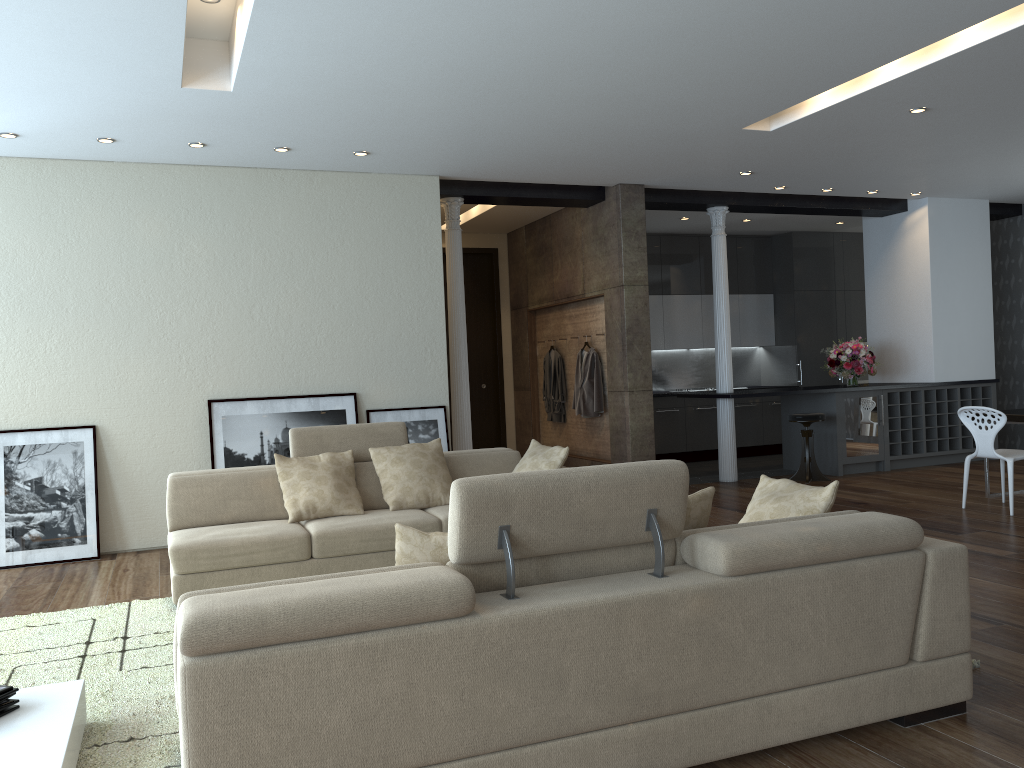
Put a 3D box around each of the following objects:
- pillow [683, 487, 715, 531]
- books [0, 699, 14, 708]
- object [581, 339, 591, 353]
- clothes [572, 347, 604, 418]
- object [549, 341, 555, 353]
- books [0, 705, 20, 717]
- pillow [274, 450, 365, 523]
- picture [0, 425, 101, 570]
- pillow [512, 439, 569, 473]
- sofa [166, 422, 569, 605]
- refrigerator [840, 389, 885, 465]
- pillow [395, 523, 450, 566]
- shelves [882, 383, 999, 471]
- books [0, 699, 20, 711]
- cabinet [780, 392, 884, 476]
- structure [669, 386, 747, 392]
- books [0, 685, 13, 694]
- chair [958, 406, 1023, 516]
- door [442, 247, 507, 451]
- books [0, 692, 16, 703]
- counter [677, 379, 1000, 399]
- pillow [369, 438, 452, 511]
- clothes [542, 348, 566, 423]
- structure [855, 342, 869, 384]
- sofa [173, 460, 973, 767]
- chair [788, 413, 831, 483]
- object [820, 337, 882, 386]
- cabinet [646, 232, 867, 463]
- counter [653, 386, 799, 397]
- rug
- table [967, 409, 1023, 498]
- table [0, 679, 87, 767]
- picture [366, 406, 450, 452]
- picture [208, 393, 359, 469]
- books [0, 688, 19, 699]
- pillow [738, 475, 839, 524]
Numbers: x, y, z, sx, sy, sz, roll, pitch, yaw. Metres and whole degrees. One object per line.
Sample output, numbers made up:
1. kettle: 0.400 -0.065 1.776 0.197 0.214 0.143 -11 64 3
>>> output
1. pillow: 0.446 0.588 3.140 0.534 0.439 0.301 -3 1 -18
2. books: -1.832 1.071 2.884 0.220 0.010 0.300 -2 1 28
3. object: 0.782 -0.400 9.292 0.010 0.219 0.430 -3 1 -22
4. clothes: 0.781 -0.012 9.301 0.173 0.735 0.700 -3 1 -23
5. object: 0.460 -0.397 10.135 0.010 0.219 0.430 -3 1 -22
6. books: -1.806 1.099 2.879 0.220 0.010 0.300 -2 1 13
7. pillow: -1.226 0.639 5.663 0.519 0.416 0.368 -3 1 -26
8. picture: -3.431 0.821 6.524 0.700 0.988 0.195 -3 1 -22
9. pillow: 0.144 0.588 5.964 0.395 0.393 0.518 -3 1 -25
10. sofa: -0.876 0.742 5.800 2.581 0.950 1.021 -3 1 -22
11. refrigerator: 3.765 0.458 9.555 0.578 0.774 0.075 -3 1 -18
12. pillow: -0.138 0.626 2.922 0.519 0.416 0.368 -3 1 -17
13. shelves: 4.669 0.468 10.379 1.700 0.897 0.900 -3 1 -22
14. books: -1.807 1.079 2.879 0.220 0.010 0.300 -2 1 13
15. cabinet: 3.582 0.521 9.947 0.642 0.897 0.900 -3 1 -22
16. structure: 2.624 0.082 11.835 0.900 0.066 0.520 -3 1 -22
17. books: -1.833 1.032 2.884 0.220 0.010 0.300 -2 1 18
18. chair: 3.872 0.576 6.996 0.581 0.835 0.495 -3 1 -22
19. door: -0.635 -0.267 11.009 1.037 2.814 0.246 -3 1 -22
20. books: -1.808 1.060 2.878 0.220 0.010 0.300 -2 1 3
21. counter: 3.720 0.045 10.004 3.700 0.040 1.000 -3 1 -22
22. pillow: -0.651 0.601 5.905 0.534 0.439 0.301 -3 1 -25
23. clothes: 0.460 0.017 10.140 0.141 0.855 0.569 -3 1 -21
24. structure: 4.822 -0.285 12.625 0.595 0.596 0.591 -3 1 -22
25. sofa: 0.210 0.729 3.061 2.581 0.950 1.021 -3 1 -22
26. chair: 3.554 0.801 5.839 16.134 0.952 21.556 -3 1 -22
27. object: 3.801 -0.252 9.931 0.544 0.552 0.570 -3 1 -15
28. cabinet: 3.795 -0.568 12.338 7.409 2.980 0.827 -3 1 -22
29. counter: 2.052 0.218 11.653 3.597 0.223 0.807 -3 1 -22
30. rug: -0.654 1.218 4.130 4.231 0.020 2.972 -3 1 -22
31. table: 5.113 0.583 6.313 1.200 0.733 3.400 -3 1 -22
32. table: -1.826 1.192 2.694 0.900 0.170 0.900 -3 1 -22
33. picture: -0.853 0.697 7.546 0.700 0.988 0.195 -3 1 -22
34. picture: -1.799 0.669 7.156 1.183 1.140 0.225 -3 1 -22
35. books: -1.808 1.041 2.878 0.220 0.010 0.300 -2 1 13
36. pillow: 1.065 0.577 3.642 0.395 0.393 0.518 -3 1 -18
